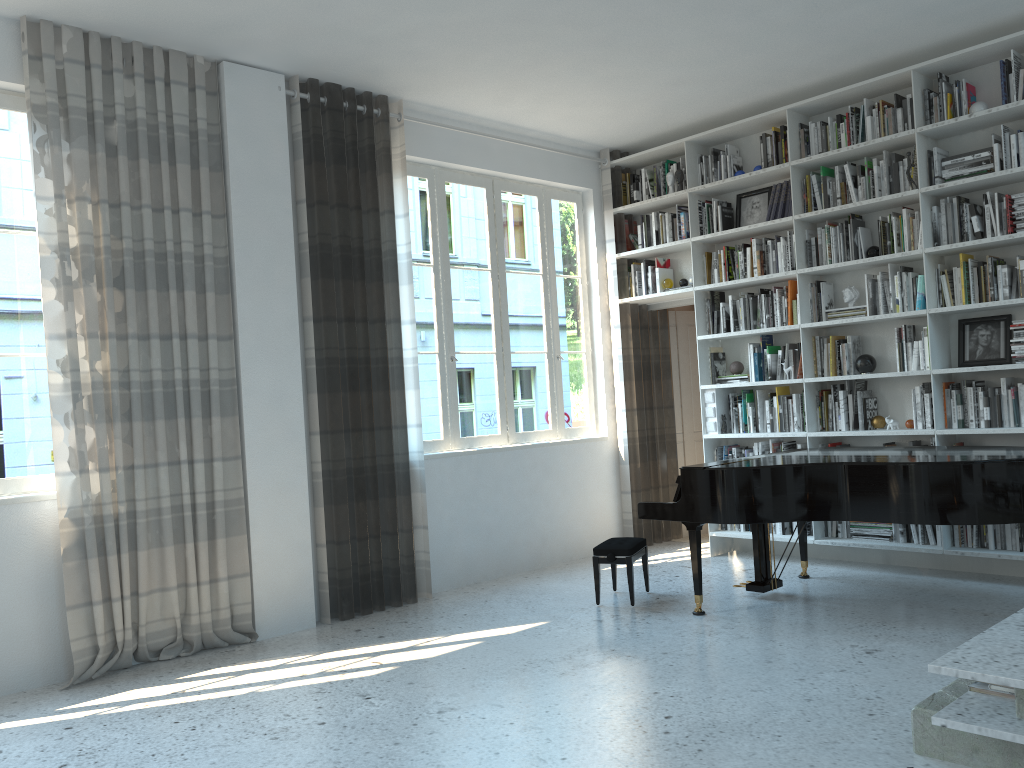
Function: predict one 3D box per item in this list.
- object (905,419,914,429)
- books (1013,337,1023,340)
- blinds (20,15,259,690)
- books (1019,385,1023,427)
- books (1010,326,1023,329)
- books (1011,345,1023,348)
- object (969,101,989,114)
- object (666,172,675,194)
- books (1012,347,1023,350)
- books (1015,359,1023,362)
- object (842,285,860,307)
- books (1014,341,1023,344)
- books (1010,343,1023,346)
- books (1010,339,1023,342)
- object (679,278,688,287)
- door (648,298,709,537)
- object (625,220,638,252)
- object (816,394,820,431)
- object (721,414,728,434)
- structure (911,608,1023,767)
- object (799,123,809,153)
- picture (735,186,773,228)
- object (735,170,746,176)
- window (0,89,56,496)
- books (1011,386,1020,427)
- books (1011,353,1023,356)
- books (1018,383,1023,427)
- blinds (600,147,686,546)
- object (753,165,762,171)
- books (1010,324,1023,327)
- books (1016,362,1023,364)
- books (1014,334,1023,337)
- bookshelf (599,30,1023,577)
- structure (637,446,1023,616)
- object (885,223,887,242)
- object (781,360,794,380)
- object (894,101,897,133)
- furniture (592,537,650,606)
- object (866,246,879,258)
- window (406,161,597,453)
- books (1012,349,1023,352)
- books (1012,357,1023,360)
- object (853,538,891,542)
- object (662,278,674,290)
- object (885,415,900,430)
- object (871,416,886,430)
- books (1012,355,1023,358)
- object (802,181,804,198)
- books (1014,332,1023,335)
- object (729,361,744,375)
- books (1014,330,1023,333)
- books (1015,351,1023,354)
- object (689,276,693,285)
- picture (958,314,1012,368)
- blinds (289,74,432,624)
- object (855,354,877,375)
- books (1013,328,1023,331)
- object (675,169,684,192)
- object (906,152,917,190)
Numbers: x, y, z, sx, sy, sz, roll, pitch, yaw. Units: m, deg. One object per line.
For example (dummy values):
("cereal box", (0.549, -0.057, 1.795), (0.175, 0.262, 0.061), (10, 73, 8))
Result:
("object", (2.532, 0.256, 5.633), (0.061, 0.062, 0.061), (-4, -1, 6))
("books", (3.059, -0.274, 5.114), (0.161, 0.012, 0.254), (-2, -2, -40))
("blinds", (-1.903, -0.201, 4.580), (1.025, 3.261, 0.183), (-3, -1, -44))
("books", (3.011, 0.125, 5.169), (0.191, 0.245, 0.026), (-3, -1, -43))
("books", (3.057, -0.335, 5.116), (0.159, 0.012, 0.285), (-2, -2, -41))
("books", (3.064, -0.226, 5.115), (0.159, 0.012, 0.285), (-2, -2, -41))
("object", (2.781, -1.627, 5.281), (0.105, 0.106, 0.104), (-4, -1, 25))
("object", (1.222, -1.531, 6.810), (0.067, 0.198, 0.067), (-3, -1, -1))
("books", (3.066, -0.214, 5.117), (0.159, 0.012, 0.285), (-2, -2, -42))
("books", (3.068, -0.143, 5.114), (0.161, 0.012, 0.254), (-2, -2, -41))
("object", (2.272, -0.588, 5.945), (0.121, 0.157, 0.095), (-3, -1, -29))
("books", (3.058, -0.249, 5.111), (0.254, 0.012, 0.161), (-5, -2, 42))
("books", (3.058, -0.238, 5.110), (0.159, 0.012, 0.285), (-2, -2, -38))
("books", (3.056, -0.262, 5.110), (0.159, 0.012, 0.285), (-2, -2, -38))
("object", (1.339, -0.786, 6.911), (0.071, 0.072, 0.071), (-4, -1, 25))
("door", (1.688, 0.301, 7.427), (0.786, 1.980, 0.834), (-3, -1, -43))
("object", (0.979, -1.199, 7.281), (0.176, 0.295, 0.035), (-3, -1, -43))
("object", (2.151, 0.195, 6.121), (0.161, 0.254, 0.012), (-3, -1, -43))
("object", (1.564, 0.296, 6.546), (0.045, 0.146, 0.045), (-3, -1, -4))
("structure", (3.315, 0.761, 2.810), (3.112, 0.659, 2.900), (-2, -2, -43))
("object", (2.041, -1.653, 6.143), (0.159, 0.285, 0.012), (-3, -1, -43))
("picture", (1.779, -1.275, 6.510), (0.077, 0.299, 0.300), (-3, -1, -43))
("object", (1.671, -1.521, 6.492), (0.082, 0.083, 0.082), (-4, -1, 25))
("window", (-7.266, -7.095, 21.812), (18.525, 18.537, 32.820), (-3, -1, -39))
("books", (2.984, 0.132, 5.216), (0.159, 0.237, 0.031), (-3, -1, -43))
("books", (3.061, -0.178, 5.110), (0.159, 0.012, 0.285), (-2, -2, -38))
("books", (3.013, 0.121, 5.206), (0.136, 0.254, 0.025), (-3, -1, -43))
("blinds", (1.109, -0.294, 7.394), (0.776, 3.230, 0.140), (-3, -1, -43))
("object", (1.778, -1.530, 6.377), (0.082, 0.083, 0.082), (-4, -1, 25))
("books", (3.051, -0.347, 5.112), (0.285, 0.012, 0.159), (-5, -2, 42))
("books", (3.066, -0.130, 5.111), (0.254, 0.012, 0.161), (-5, -2, 43))
("books", (3.058, -0.286, 5.114), (0.254, 0.012, 0.161), (-5, -2, 44))
("bookshelf", (3.060, -0.403, 5.017), (0.330, 3.142, 6.300), (-3, -1, -43))
("structure", (1.862, 0.803, 4.816), (1.334, 0.832, 1.919), (-2, -2, -43))
("object", (2.460, -0.924, 5.741), (0.142, 0.225, 0.010), (-3, -1, -43))
("object", (1.906, -0.099, 6.129), (0.082, 0.140, 0.044), (-4, -1, 31))
("object", (2.485, -1.672, 5.662), (0.157, 0.246, 0.010), (-3, -1, -43))
("furniture", (0.665, 1.120, 5.372), (0.240, 0.353, 0.467), (-4, -1, 22))
("object", (2.359, -0.851, 5.779), (0.097, 0.098, 0.097), (-4, -1, 6))
("window", (-0.078, -0.539, 6.538), (1.982, 2.009, 0.073), (-2, -1, -43))
("books", (3.069, -0.202, 5.118), (0.159, 0.012, 0.285), (-2, -2, -43))
("books", (3.062, -0.154, 5.109), (0.285, 0.012, 0.159), (-5, -2, 42))
("object", (2.416, 1.021, 5.872), (0.161, 0.007, 0.254), (-2, -2, -40))
("object", (1.225, -0.786, 6.963), (0.087, 0.088, 0.087), (-4, -1, 6))
("object", (2.443, 0.247, 5.693), (0.078, 0.095, 0.060), (-3, -1, -26))
("object", (2.409, 0.253, 5.826), (0.091, 0.092, 0.091), (-4, -1, 25))
("books", (3.069, -0.167, 5.116), (0.159, 0.012, 0.285), (-2, -2, -44))
("object", (2.063, -1.271, 6.138), (0.161, 0.254, 0.012), (-3, -1, -43))
("books", (3.056, -0.298, 5.113), (0.254, 0.012, 0.161), (-5, -2, 43))
("object", (1.669, -0.117, 6.586), (0.105, 0.106, 0.105), (-4, -1, 25))
("books", (3.057, -0.310, 5.114), (0.254, 0.012, 0.161), (-5, -2, 44))
("books", (3.061, -0.190, 5.110), (0.254, 0.012, 0.161), (-5, -2, 42))
("object", (1.396, -0.792, 6.820), (0.071, 0.072, 0.071), (-4, -1, 25))
("picture", (2.873, -0.259, 5.391), (0.077, 0.299, 0.300), (-3, -1, -43))
("blinds", (-0.932, -0.218, 5.491), (0.776, 3.230, 0.140), (-3, -1, -43))
("object", (2.341, -0.130, 5.865), (0.134, 0.135, 0.133), (-4, -1, 6))
("books", (3.055, -0.323, 5.113), (0.254, 0.012, 0.161), (-5, -2, 43))
("object", (1.277, -1.536, 6.751), (0.067, 0.198, 0.067), (-3, -1, -1))
("object", (2.472, -1.311, 5.484), (0.075, 0.254, 0.075), (-4, -1, 26))
